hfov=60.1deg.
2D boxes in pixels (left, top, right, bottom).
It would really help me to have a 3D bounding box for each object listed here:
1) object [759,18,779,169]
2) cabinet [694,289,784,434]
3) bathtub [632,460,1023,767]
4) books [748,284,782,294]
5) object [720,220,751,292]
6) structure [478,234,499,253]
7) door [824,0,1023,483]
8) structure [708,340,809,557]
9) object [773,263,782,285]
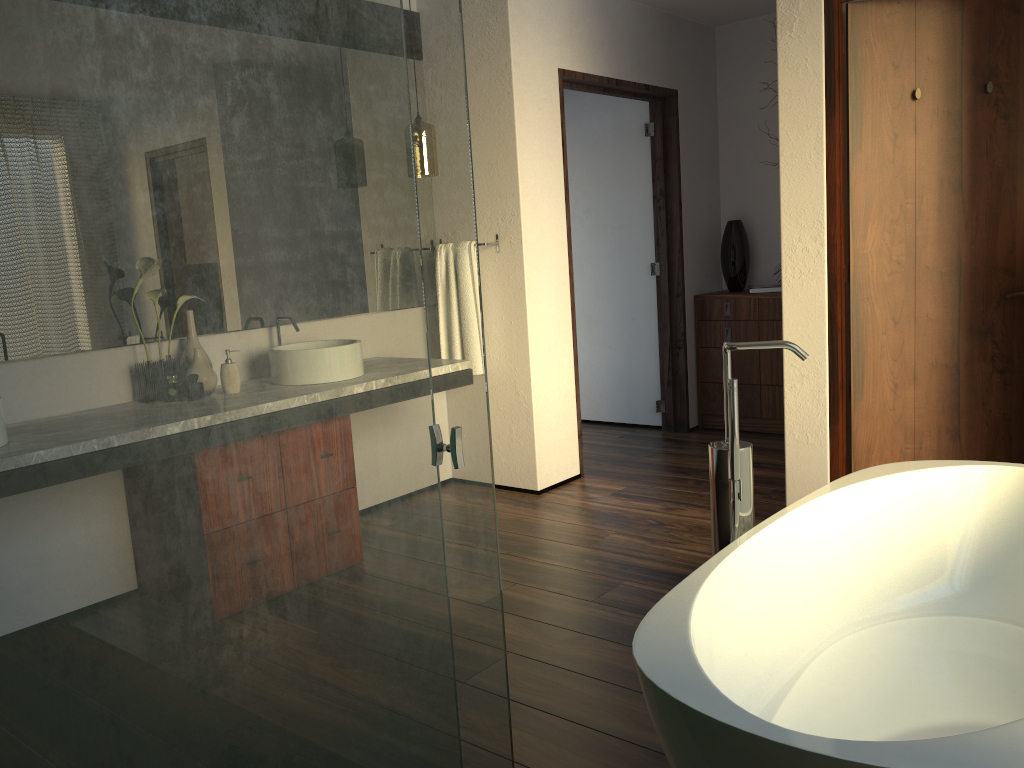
[{"bbox_3d":[1.649,-1.224,4.695,0.728,1.449,0.830,-5,9,-7],"label":"object"},{"bbox_3d":[1.657,-0.128,4.998,1.167,0.800,0.393,3,11,40],"label":"cabinet"},{"bbox_3d":[0.860,0.577,1.787,0.784,0.485,1.581,3,11,39],"label":"bathtub"},{"bbox_3d":[1.603,-0.549,5.022,0.504,0.034,0.244,-2,9,16],"label":"books"},{"bbox_3d":[1.317,-0.754,5.216,0.166,0.417,0.174,-10,11,-36],"label":"object"},{"bbox_3d":[-0.234,-0.645,4.135,0.378,0.088,0.100,3,11,40],"label":"structure"},{"bbox_3d":[1.538,-0.406,3.043,0.748,1.946,0.453,3,11,40],"label":"door"},{"bbox_3d":[0.536,0.337,2.127,0.243,0.897,0.278,-5,9,-10],"label":"structure"},{"bbox_3d":[1.556,-0.628,5.038,0.134,0.131,0.128,2,10,36],"label":"object"}]
